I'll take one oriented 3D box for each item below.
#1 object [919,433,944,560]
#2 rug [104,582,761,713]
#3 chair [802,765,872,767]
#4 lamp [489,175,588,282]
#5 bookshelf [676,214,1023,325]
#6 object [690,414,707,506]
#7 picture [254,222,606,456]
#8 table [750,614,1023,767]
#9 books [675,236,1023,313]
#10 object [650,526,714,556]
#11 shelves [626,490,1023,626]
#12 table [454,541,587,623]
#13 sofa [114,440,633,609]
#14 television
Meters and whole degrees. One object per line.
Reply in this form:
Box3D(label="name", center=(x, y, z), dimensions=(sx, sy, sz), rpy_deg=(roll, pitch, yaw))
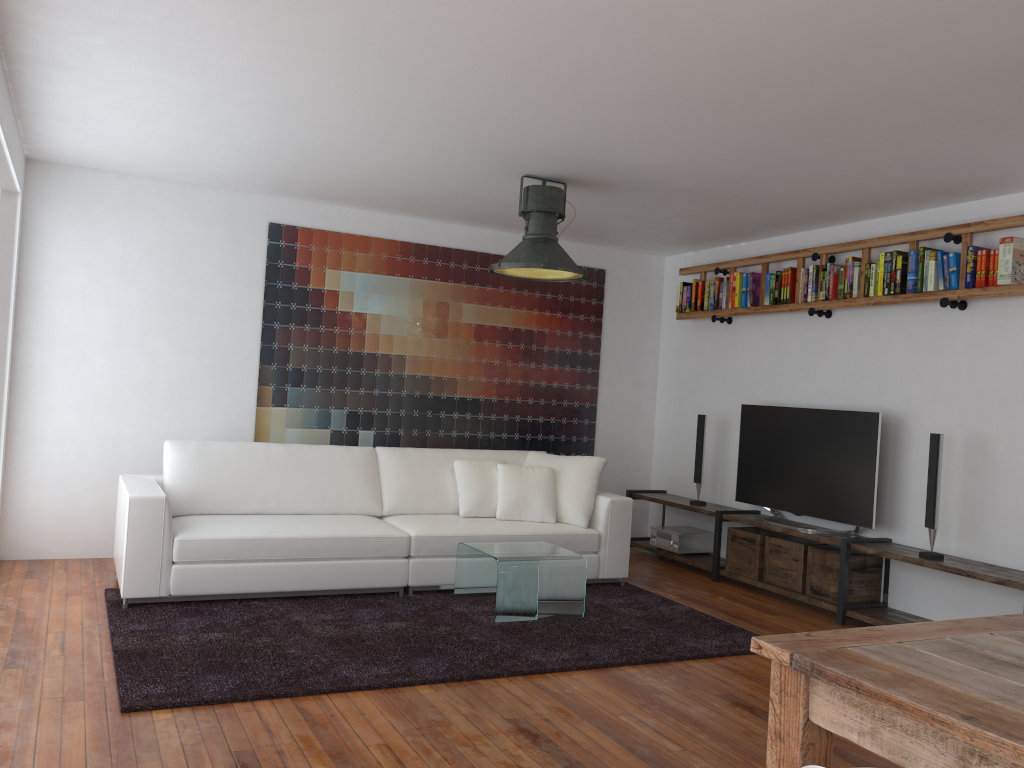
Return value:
Box3D(label="object", center=(2.330, 0.617, 4.884), dimensions=(0.089, 0.687, 0.089), rpy_deg=(4, -1, -16))
Box3D(label="rug", center=(-0.401, 1.259, 4.757), dimensions=(3.193, 0.019, 1.895), rpy_deg=(4, -1, -26))
Box3D(label="chair", center=(0.710, 0.951, 1.382), dimensions=(0.505, 0.710, 0.577), rpy_deg=(4, -1, -21))
Box3D(label="lamp", center=(0.170, -0.913, 5.165), dimensions=(0.572, 0.561, 0.572), rpy_deg=(4, -1, -21))
Box3D(label="bookshelf", center=(2.076, -0.677, 5.940), dimensions=(0.161, 0.465, 2.983), rpy_deg=(4, -1, -26))
Box3D(label="object", center=(1.435, 0.576, 6.740), dimensions=(0.089, 0.687, 0.089), rpy_deg=(4, -1, -41))
Box3D(label="picture", center=(-0.526, 0.024, 6.787), dimensions=(2.770, 2.136, 0.007), rpy_deg=(4, -1, -26))
Box3D(label="table", center=(1.364, 0.984, 1.359), dimensions=(0.969, 0.735, 1.910), rpy_deg=(4, -1, -26))
Box3D(label="books", center=(2.944, -1.486, 4.843), dimensions=(0.733, 1.974, 5.671), rpy_deg=(4, -1, -37))
Box3D(label="object", center=(1.335, 1.222, 6.926), dimensions=(0.400, 0.170, 0.350), rpy_deg=(4, -1, -27))
Box3D(label="shelves", center=(1.881, 1.174, 5.863), dimensions=(0.414, 0.506, 3.473), rpy_deg=(4, -1, -26))
Box3D(label="table", center=(0.040, 1.113, 5.081), dimensions=(0.551, 0.337, 0.565), rpy_deg=(4, -1, -26))
Box3D(label="sofa", center=(-0.799, 0.826, 5.620), dimensions=(3.086, 0.842, 0.987), rpy_deg=(4, -1, -26))
Box3D(label="television", center=(1.928, 0.551, 5.868), dimensions=(0.298, 0.786, 1.230), rpy_deg=(4, -1, -26))
